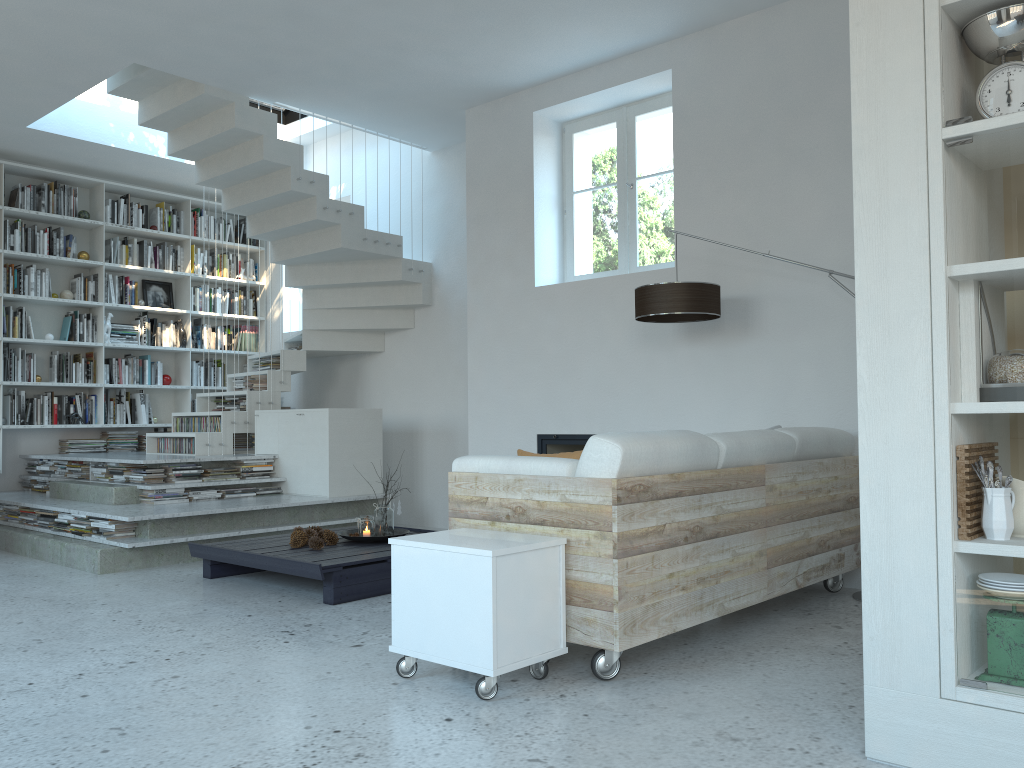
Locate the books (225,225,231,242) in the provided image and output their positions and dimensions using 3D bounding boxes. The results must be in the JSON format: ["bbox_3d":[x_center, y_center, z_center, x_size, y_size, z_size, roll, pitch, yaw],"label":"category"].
[{"bbox_3d":[-2.983,-1.536,9.182,0.163,0.212,0.057,-2,-2,42],"label":"books"}]

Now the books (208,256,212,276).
[{"bbox_3d":[-3.076,-1.177,8.959,0.135,0.211,0.025,-2,-2,42],"label":"books"}]

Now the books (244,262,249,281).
[{"bbox_3d":[-2.825,-1.164,9.334,0.180,0.213,0.023,-2,-2,42],"label":"books"}]

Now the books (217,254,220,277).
[{"bbox_3d":[-3.019,-1.190,9.017,0.144,0.242,0.022,-2,-2,42],"label":"books"}]

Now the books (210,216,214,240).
[{"bbox_3d":[-3.102,-1.566,9.046,0.179,0.264,0.029,-2,-2,42],"label":"books"}]

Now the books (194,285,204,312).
[{"bbox_3d":[-3.153,-0.847,8.927,0.185,0.285,0.014,-2,-2,42],"label":"books"}]

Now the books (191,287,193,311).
[{"bbox_3d":[-3.232,-0.833,8.863,0.161,0.254,0.012,-2,-2,42],"label":"books"}]

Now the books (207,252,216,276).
[{"bbox_3d":[-3.047,-1.198,8.965,0.189,0.253,0.023,-2,-2,42],"label":"books"}]

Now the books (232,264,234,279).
[{"bbox_3d":[-2.939,-1.152,9.227,0.156,0.182,0.034,-2,-2,42],"label":"books"}]

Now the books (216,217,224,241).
[{"bbox_3d":[-3.022,-1.573,9.152,0.159,0.285,0.012,-2,-2,42],"label":"books"}]

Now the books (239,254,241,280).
[{"bbox_3d":[-2.891,-1.203,9.270,0.163,0.287,0.023,-2,-2,42],"label":"books"}]

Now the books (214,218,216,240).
[{"bbox_3d":[-3.083,-1.558,9.080,0.154,0.249,0.027,-2,-2,42],"label":"books"}]

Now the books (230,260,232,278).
[{"bbox_3d":[-2.952,-1.169,9.176,0.186,0.212,0.013,-2,-2,42],"label":"books"}]

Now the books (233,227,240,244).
[{"bbox_3d":[-2.896,-1.524,9.255,0.186,0.193,0.024,-2,-2,42],"label":"books"}]

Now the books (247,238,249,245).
[{"bbox_3d":[-2.826,-1.570,9.372,0.140,0.292,0.012,-2,-2,42],"label":"books"}]

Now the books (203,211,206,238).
[{"bbox_3d":[-3.154,-1.590,8.980,0.184,0.306,0.012,-2,-2,42],"label":"books"}]

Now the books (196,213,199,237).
[{"bbox_3d":[-3.198,-1.574,8.911,0.184,0.269,0.012,-2,-2,42],"label":"books"}]

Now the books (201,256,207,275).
[{"bbox_3d":[-3.117,-1.171,8.880,0.190,0.193,0.024,-2,-2,42],"label":"books"}]

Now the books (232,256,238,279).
[{"bbox_3d":[-2.906,-1.191,9.237,0.160,0.261,0.022,-2,-2,42],"label":"books"}]

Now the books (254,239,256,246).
[{"bbox_3d":[-2.774,-1.546,9.409,0.185,0.248,0.014,-2,-2,42],"label":"books"}]

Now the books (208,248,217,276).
[{"bbox_3d":[-3.035,-1.218,8.985,0.152,0.296,0.022,-2,-2,42],"label":"books"}]

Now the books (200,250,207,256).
[{"bbox_3d":[-3.113,-1.204,8.908,0.158,0.263,0.023,-2,-2,42],"label":"books"}]

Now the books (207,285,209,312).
[{"bbox_3d":[-3.122,-0.849,8.983,0.165,0.292,0.012,-2,-2,42],"label":"books"}]

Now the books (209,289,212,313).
[{"bbox_3d":[-3.096,-0.832,9.012,0.158,0.260,0.013,-2,-2,42],"label":"books"}]

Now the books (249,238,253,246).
[{"bbox_3d":[-2.794,-1.568,9.361,0.189,0.286,0.014,-2,-2,42],"label":"books"}]

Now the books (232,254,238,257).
[{"bbox_3d":[-2.911,-1.207,9.264,0.151,0.294,0.011,-2,-2,42],"label":"books"}]

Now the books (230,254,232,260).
[{"bbox_3d":[-2.959,-1.202,9.207,0.153,0.281,0.024,-2,-2,42],"label":"books"}]

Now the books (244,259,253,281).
[{"bbox_3d":[-2.800,-1.185,9.378,0.163,0.258,0.029,-2,-2,42],"label":"books"}]

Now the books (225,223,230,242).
[{"bbox_3d":[-2.971,-1.546,9.216,0.131,0.235,0.010,-2,-2,42],"label":"books"}]

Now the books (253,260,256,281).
[{"bbox_3d":[-2.777,-1.179,9.403,0.160,0.246,0.040,-2,-2,42],"label":"books"}]

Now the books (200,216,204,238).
[{"bbox_3d":[-3.172,-1.559,8.957,0.182,0.243,0.023,-2,-2,42],"label":"books"}]

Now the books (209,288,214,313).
[{"bbox_3d":[-3.090,-0.836,9.032,0.152,0.270,0.025,-2,-2,42],"label":"books"}]

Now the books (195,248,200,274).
[{"bbox_3d":[-3.162,-1.207,8.822,0.189,0.263,0.026,-2,-2,42],"label":"books"}]

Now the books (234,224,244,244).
[{"bbox_3d":[-2.878,-1.550,9.301,0.160,0.247,0.068,-2,-2,42],"label":"books"}]

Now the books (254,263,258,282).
[{"bbox_3d":[-2.746,-1.164,9.409,0.170,0.216,0.011,-2,-2,42],"label":"books"}]

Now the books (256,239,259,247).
[{"bbox_3d":[-2.752,-1.541,9.416,0.187,0.237,0.025,-2,-2,42],"label":"books"}]

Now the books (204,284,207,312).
[{"bbox_3d":[-3.141,-0.851,8.978,0.162,0.297,0.022,-2,-2,42],"label":"books"}]

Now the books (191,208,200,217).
[{"bbox_3d":[-3.195,-1.603,8.954,0.143,0.331,0.014,-2,-2,42],"label":"books"}]

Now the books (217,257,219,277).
[{"bbox_3d":[-3.026,-1.173,9.000,0.184,0.206,0.014,-2,-2,42],"label":"books"}]

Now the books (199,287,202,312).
[{"bbox_3d":[-3.176,-0.833,8.920,0.173,0.256,0.026,-2,-2,42],"label":"books"}]

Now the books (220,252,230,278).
[{"bbox_3d":[-2.970,-1.210,9.176,0.165,0.295,0.010,-2,-2,42],"label":"books"}]

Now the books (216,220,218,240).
[{"bbox_3d":[-3.059,-1.551,9.094,0.143,0.237,0.025,-2,-2,42],"label":"books"}]

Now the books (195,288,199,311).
[{"bbox_3d":[-3.192,-0.830,8.886,0.182,0.247,0.023,-2,-2,42],"label":"books"}]

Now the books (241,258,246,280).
[{"bbox_3d":[-2.857,-1.186,9.302,0.154,0.254,0.070,-2,-2,42],"label":"books"}]

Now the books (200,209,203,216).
[{"bbox_3d":[-3.173,-1.599,8.982,0.151,0.326,0.012,-2,-2,42],"label":"books"}]

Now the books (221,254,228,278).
[{"bbox_3d":[-2.991,-1.188,9.068,0.248,0.242,0.042,-2,-2,42],"label":"books"}]

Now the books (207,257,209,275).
[{"bbox_3d":[-3.123,-1.170,8.958,0.170,0.199,0.038,-2,-2,42],"label":"books"}]

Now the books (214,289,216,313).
[{"bbox_3d":[-3.066,-0.830,9.044,0.156,0.259,0.024,-2,-2,42],"label":"books"}]

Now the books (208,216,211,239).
[{"bbox_3d":[-3.119,-1.564,9.026,0.163,0.259,0.022,-2,-2,42],"label":"books"}]

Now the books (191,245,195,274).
[{"bbox_3d":[-3.196,-1.224,8.797,0.183,0.294,0.010,-2,-2,42],"label":"books"}]

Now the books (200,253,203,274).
[{"bbox_3d":[-3.145,-1.186,8.857,0.161,0.223,0.049,-2,-2,42],"label":"books"}]

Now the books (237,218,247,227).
[{"bbox_3d":[-2.846,-1.581,9.344,0.161,0.313,0.014,-2,-2,42],"label":"books"}]

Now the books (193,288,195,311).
[{"bbox_3d":[-3.229,-0.830,8.886,0.160,0.250,0.026,-2,-2,42],"label":"books"}]

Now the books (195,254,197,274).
[{"bbox_3d":[-3.184,-1.179,8.809,0.165,0.205,0.024,-2,-2,42],"label":"books"}]

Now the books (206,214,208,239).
[{"bbox_3d":[-3.138,-1.573,9.011,0.148,0.275,0.027,-2,-2,42],"label":"books"}]

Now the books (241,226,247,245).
[{"bbox_3d":[-2.837,-1.534,9.318,0.192,0.216,0.012,-2,-2,42],"label":"books"}]

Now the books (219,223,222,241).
[{"bbox_3d":[-3.035,-1.536,9.126,0.163,0.208,0.026,-2,-2,42],"label":"books"}]

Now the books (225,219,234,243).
[{"bbox_3d":[-2.946,-1.566,9.240,0.132,0.277,0.069,-2,-2,42],"label":"books"}]
